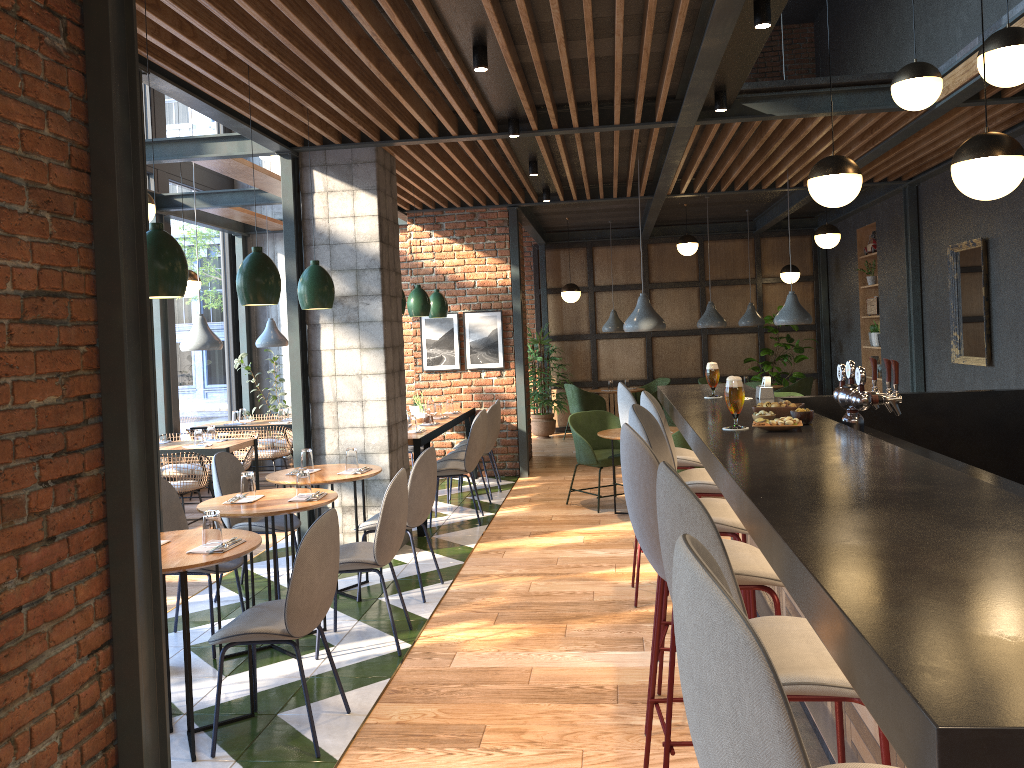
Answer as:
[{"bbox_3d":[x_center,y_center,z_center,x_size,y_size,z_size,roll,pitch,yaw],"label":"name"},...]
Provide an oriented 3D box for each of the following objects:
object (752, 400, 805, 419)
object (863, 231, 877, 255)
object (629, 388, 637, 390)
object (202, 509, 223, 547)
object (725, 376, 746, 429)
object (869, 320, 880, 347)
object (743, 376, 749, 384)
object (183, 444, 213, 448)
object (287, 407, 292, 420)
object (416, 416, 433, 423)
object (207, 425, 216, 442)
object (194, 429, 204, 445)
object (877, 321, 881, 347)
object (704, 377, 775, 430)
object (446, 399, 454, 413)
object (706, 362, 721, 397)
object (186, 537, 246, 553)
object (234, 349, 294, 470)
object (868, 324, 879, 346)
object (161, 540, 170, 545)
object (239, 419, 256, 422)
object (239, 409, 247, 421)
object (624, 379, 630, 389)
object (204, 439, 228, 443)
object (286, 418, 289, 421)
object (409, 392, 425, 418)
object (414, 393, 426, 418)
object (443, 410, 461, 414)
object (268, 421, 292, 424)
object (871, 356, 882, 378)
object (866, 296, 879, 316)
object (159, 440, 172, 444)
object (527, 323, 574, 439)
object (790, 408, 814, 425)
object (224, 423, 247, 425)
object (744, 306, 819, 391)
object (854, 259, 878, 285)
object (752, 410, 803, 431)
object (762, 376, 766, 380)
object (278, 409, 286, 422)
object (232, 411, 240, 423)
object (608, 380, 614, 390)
[{"bbox_3d":[0.999,0.099,3.315,0.168,0.072,0.168,-1,3,26],"label":"object"},{"bbox_3d":[4.519,-1.753,10.983,0.204,0.285,0.517,-2,3,7],"label":"object"},{"bbox_3d":[1.680,0.066,12.702,0.157,0.019,0.243,-4,4,-28],"label":"object"},{"bbox_3d":[-1.199,0.575,3.541,0.080,0.138,0.080,-1,2,43],"label":"object"},{"bbox_3d":[0.779,0.062,3.096,0.070,0.182,0.070,-2,1,27],"label":"object"},{"bbox_3d":[4.543,-0.631,11.013,0.213,0.329,0.233,-2,1,12],"label":"object"},{"bbox_3d":[3.220,-0.039,12.186,0.080,0.138,0.080,-3,1,-16],"label":"object"},{"bbox_3d":[-2.688,0.524,7.543,0.242,0.019,0.158,-2,3,5],"label":"object"},{"bbox_3d":[-2.447,0.323,9.779,0.080,0.138,0.080,-3,1,-20],"label":"object"},{"bbox_3d":[-0.863,0.330,8.280,0.251,0.046,0.253,-4,3,-20],"label":"object"},{"bbox_3d":[-2.673,0.439,7.878,0.080,0.138,0.080,-3,1,-18],"label":"object"},{"bbox_3d":[-2.676,0.456,7.565,0.080,0.138,0.080,-2,1,8],"label":"object"},{"bbox_3d":[4.518,-0.627,10.774,0.143,0.349,0.144,-2,1,24],"label":"object"},{"bbox_3d":[1.014,0.056,3.776,0.322,0.106,1.512,-2,3,10],"label":"object"},{"bbox_3d":[-0.639,0.222,9.106,0.080,0.138,0.080,-3,1,-20],"label":"object"},{"bbox_3d":[1.019,-0.023,4.494,0.070,0.178,0.070,-2,1,10],"label":"object"},{"bbox_3d":[-1.177,0.641,3.516,0.157,0.019,0.243,-2,3,10],"label":"object"},{"bbox_3d":[-2.805,0.320,10.650,0.859,1.497,0.899,-2,1,25],"label":"object"},{"bbox_3d":[4.605,-0.628,11.222,0.173,0.295,0.190,-3,1,-19],"label":"object"},{"bbox_3d":[-1.503,0.651,3.593,0.157,0.019,0.243,-2,3,10],"label":"object"},{"bbox_3d":[-2.965,0.407,9.862,0.242,0.019,0.158,-2,3,7],"label":"object"},{"bbox_3d":[-2.992,0.343,9.841,0.080,0.138,0.080,-3,1,-20],"label":"object"},{"bbox_3d":[1.646,0.001,12.710,0.080,0.138,0.080,-3,1,-15],"label":"object"},{"bbox_3d":[-2.646,0.503,7.899,0.242,0.019,0.158,-2,3,9],"label":"object"},{"bbox_3d":[-2.421,0.387,9.800,0.242,0.019,0.158,-2,3,7],"label":"object"},{"bbox_3d":[-0.891,0.212,8.328,0.146,0.276,0.146,-3,1,-13],"label":"object"},{"bbox_3d":[-0.840,0.214,8.212,0.115,0.282,0.128,-2,1,2],"label":"object"},{"bbox_3d":[-0.615,0.288,9.083,0.157,0.019,0.243,-2,3,7],"label":"object"},{"bbox_3d":[-2.479,0.408,9.471,0.242,0.019,0.158,-2,3,7],"label":"object"},{"bbox_3d":[4.577,-0.217,11.044,0.150,0.257,0.522,-2,3,6],"label":"object"},{"bbox_3d":[4.576,-0.973,11.033,0.199,0.241,0.341,-2,2,2],"label":"object"},{"bbox_3d":[-3.177,0.522,7.960,0.242,0.019,0.158,-2,3,6],"label":"object"},{"bbox_3d":[0.425,-0.063,13.040,0.979,1.722,0.913,-3,1,-28],"label":"object"},{"bbox_3d":[1.029,0.113,3.145,0.078,0.060,0.108,-2,3,15],"label":"object"},{"bbox_3d":[-2.988,0.427,9.528,0.242,0.019,0.158,-2,3,5],"label":"object"},{"bbox_3d":[3.851,-0.228,12.678,1.056,1.794,0.722,-2,1,17],"label":"object"},{"bbox_3d":[4.509,-1.400,11.066,0.174,0.329,0.537,-3,2,-14],"label":"object"},{"bbox_3d":[0.916,0.127,3.065,0.164,0.052,0.292,-2,3,15],"label":"object"},{"bbox_3d":[3.411,-0.035,11.971,0.080,0.138,0.080,-2,1,14],"label":"object"},{"bbox_3d":[-2.467,0.340,9.492,0.080,0.138,0.080,-3,1,-20],"label":"object"},{"bbox_3d":[-2.981,0.359,9.550,0.080,0.138,0.080,-2,1,38],"label":"object"},{"bbox_3d":[1.399,0.020,12.563,0.080,0.138,0.080,-3,1,-15],"label":"object"}]
